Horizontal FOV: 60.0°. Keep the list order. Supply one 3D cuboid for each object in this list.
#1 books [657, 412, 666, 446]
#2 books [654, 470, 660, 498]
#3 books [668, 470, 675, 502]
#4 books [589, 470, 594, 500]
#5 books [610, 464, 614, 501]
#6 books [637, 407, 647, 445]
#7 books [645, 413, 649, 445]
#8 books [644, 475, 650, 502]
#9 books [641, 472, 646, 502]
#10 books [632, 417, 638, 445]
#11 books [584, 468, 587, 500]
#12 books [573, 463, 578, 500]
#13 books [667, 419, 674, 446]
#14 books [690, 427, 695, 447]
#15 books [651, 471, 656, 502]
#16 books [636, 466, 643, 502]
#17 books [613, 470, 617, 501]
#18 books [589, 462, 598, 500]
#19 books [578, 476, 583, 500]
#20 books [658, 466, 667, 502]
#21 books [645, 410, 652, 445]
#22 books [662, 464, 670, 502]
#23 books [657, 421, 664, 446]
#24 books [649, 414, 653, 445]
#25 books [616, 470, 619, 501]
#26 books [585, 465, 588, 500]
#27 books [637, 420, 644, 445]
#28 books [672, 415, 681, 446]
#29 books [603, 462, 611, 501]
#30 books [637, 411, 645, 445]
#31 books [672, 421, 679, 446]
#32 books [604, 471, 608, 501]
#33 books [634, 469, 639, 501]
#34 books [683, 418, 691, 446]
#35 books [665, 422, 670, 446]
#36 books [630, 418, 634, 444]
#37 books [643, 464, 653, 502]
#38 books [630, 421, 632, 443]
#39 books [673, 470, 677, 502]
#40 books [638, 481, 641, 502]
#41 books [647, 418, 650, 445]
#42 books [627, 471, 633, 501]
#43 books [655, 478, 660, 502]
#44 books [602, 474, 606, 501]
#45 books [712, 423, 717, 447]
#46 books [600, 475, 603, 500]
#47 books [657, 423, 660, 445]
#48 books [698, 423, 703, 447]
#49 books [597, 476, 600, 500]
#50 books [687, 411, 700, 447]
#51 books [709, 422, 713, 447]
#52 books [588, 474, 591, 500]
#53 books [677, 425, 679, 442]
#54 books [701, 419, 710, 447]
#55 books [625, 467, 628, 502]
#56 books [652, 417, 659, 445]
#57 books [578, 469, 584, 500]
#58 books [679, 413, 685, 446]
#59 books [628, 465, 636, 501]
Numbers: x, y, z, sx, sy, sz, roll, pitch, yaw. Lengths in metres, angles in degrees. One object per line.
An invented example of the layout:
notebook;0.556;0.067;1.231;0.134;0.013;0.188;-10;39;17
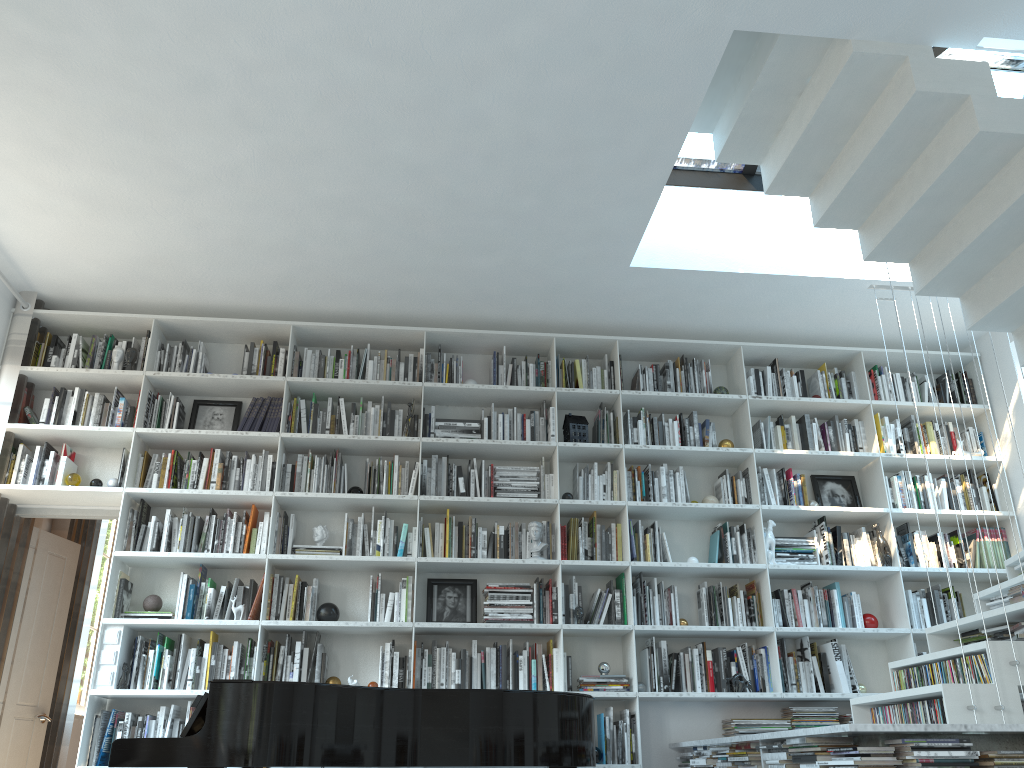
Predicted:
books;0.980;0.346;5.812;0.013;0.283;0.155;2;-23;-6
books;0.918;0.690;5.652;0.011;0.255;0.132;2;-23;-6
books;0.995;0.693;5.645;0.025;0.243;0.184;2;-23;-6
books;0.493;0.680;5.598;0.023;0.235;0.179;2;-23;-6
books;0.617;0.666;5.619;0.025;0.276;0.173;2;-23;-6
books;0.847;0.324;5.788;0.014;0.305;0.153;2;-23;-6
books;0.859;0.341;5.781;0.010;0.267;0.166;2;-23;-6
books;0.839;0.705;5.635;0.026;0.215;0.162;2;-23;-6
books;0.820;0.694;5.635;0.013;0.235;0.158;2;-23;-6
books;0.789;0.353;5.776;0.026;0.242;0.149;2;-23;-6
books;0.451;0.674;5.602;0.028;0.249;0.165;2;-23;-6
books;0.402;0.658;5.609;0.018;0.284;0.160;2;-23;-6
books;1.024;0.364;5.795;0.023;0.235;0.150;2;-23;-6
books;1.153;0.394;5.797;0.027;0.181;0.177;2;-24;-6
books;0.879;0.691;5.631;0.022;0.236;0.165;2;-23;-6
books;0.805;0.679;5.661;0.014;0.282;0.136;2;-23;-6
books;0.635;0.682;5.596;0.028;0.228;0.177;2;-23;-6
books;0.512;0.654;5.588;0.028;0.274;0.187;2;-23;-6
books;0.417;0.696;5.571;0.028;0.184;0.182;2;-24;-6
books;0.942;0.678;5.634;0.030;0.262;0.183;2;-23;-6
books;0.883;0.336;5.803;0.021;0.294;0.139;2;-23;-6
books;0.967;0.674;5.666;0.027;0.294;0.160;2;-23;-6
books;0.959;0.374;5.801;0.028;0.222;0.142;2;-23;-6
books;0.898;0.348;5.807;0.012;0.275;0.133;2;-23;-6
books;0.652;0.685;5.614;0.026;0.237;0.173;2;-23;-6
books;0.466;0.663;5.609;0.019;0.274;0.146;2;-23;-6
books;0.817;0.363;5.756;0.026;0.207;0.182;2;-23;-6
books;1.072;0.353;5.806;0.012;0.263;0.157;2;-23;-6
books;0.601;0.659;5.622;0.028;0.292;0.155;2;-23;-6
books;0.834;0.336;5.787;0.011;0.282;0.173;2;-23;-6
books;1.047;0.371;5.778;0.021;0.208;0.181;2;-23;-6
books;0.584;0.684;5.607;0.024;0.233;0.150;2;-23;-6
books;0.773;0.683;5.624;0.014;0.246;0.177;2;-23;-6
books;1.125;0.365;5.801;0.030;0.237;0.186;2;-23;-6
books;0.999;0.377;5.799;0.025;0.215;0.144;2;-23;-6
books;0.770;0.357;5.779;0.012;0.238;0.139;2;-23;-6
books;0.861;0.668;5.632;0.014;0.279;0.178;2;-23;-6
books;0.758;0.340;5.791;0.011;0.278;0.134;2;-23;-6
books;1.017;0.694;5.670;0.024;0.261;0.134;2;-23;-6
books;0.789;0.720;5.624;0.021;0.178;0.137;2;-23;-6
books;0.869;0.360;5.784;0.012;0.234;0.166;2;-23;-6
books;0.735;0.692;5.639;0.030;0.241;0.139;2;-23;-6
books;0.901;0.715;5.633;0.025;0.193;0.171;2;-23;-6
books;0.566;0.692;5.594;0.029;0.210;0.158;2;-23;-6
books;1.310;0.385;5.837;0.026;0.228;0.141;2;-23;-6
books;0.545;0.697;5.589;0.027;0.195;0.186;2;-23;-6
books;0.939;0.376;5.794;0.014;0.214;0.133;2;-23;-6
books;1.210;0.383;5.810;0.030;0.212;0.157;2;-23;-6
books;0.527;0.696;5.584;0.024;0.194;0.173;2;-23;-6
books;1.182;0.343;5.808;0.029;0.284;0.184;2;-23;-6
books;1.275;0.382;5.815;0.048;0.215;0.183;2;-23;-6
books;0.477;0.694;5.596;0.023;0.206;0.171;2;-23;-6
books;1.061;0.371;5.795;0.011;0.221;0.160;2;-23;-6
books;1.253;0.369;5.808;0.054;0.234;0.172;2;-23;-6
books;0.696;0.677;5.614;0.028;0.250;0.191;2;-23;-6
books;0.921;0.355;5.780;0.027;0.240;0.160;2;-23;-6
books;0.434;0.679;5.603;0.024;0.241;0.160;2;-23;-6
books;1.102;0.350;5.825;0.012;0.284;0.160;2;-23;-6
books;0.757;0.675;5.644;0.014;0.277;0.154;2;-23;-6
